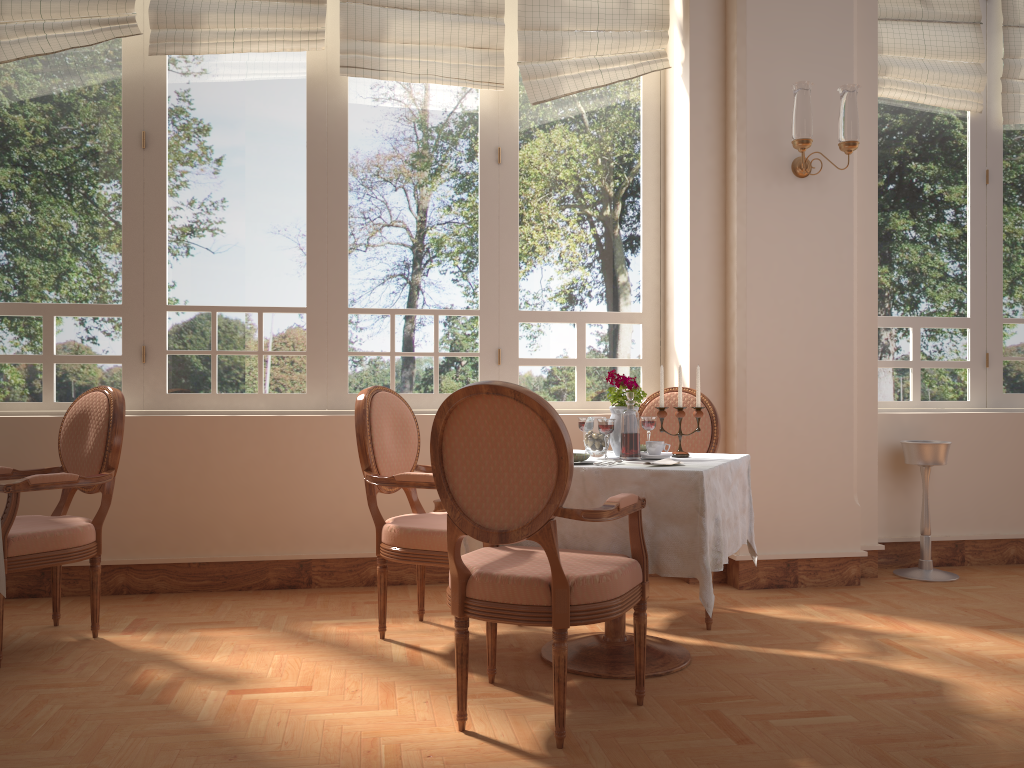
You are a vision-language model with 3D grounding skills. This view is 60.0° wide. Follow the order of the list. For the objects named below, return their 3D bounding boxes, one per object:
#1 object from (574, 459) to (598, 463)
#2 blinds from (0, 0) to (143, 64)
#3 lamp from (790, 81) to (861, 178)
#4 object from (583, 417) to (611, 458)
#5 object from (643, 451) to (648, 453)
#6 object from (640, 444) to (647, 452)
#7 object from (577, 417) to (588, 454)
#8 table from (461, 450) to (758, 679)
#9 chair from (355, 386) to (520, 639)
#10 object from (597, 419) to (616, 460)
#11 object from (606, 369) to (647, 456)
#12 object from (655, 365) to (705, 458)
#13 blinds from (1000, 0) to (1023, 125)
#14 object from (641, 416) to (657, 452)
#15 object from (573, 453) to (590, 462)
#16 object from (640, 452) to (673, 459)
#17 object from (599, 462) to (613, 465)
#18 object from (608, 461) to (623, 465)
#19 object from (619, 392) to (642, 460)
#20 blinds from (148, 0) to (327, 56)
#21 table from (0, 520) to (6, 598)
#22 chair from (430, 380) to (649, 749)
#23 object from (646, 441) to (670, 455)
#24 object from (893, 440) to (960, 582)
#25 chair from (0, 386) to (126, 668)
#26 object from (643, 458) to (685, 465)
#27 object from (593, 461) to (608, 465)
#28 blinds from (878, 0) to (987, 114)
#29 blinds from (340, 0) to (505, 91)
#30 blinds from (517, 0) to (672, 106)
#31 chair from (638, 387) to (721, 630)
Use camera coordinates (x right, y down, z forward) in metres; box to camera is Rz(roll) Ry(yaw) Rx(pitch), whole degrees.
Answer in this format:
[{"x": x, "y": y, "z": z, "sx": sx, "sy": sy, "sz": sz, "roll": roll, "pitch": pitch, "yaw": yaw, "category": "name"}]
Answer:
[{"x": 0.189, "y": 0.245, "z": 2.810, "sx": 0.171, "sy": 0.005, "sz": 0.171, "roll": 0, "pitch": -1, "yaw": 28, "category": "object"}, {"x": -2.053, "y": -2.015, "z": 3.869, "sx": 0.843, "sy": 1.376, "sz": 0.072, "roll": 0, "pitch": 0, "yaw": -9, "category": "blinds"}, {"x": 1.364, "y": -1.130, "z": 3.979, "sx": 0.320, "sy": 0.362, "sz": 0.274, "roll": 0, "pitch": 0, "yaw": -9, "category": "lamp"}, {"x": 0.289, "y": 0.182, "z": 3.022, "sx": 0.093, "sy": 0.138, "sz": 0.093, "roll": 0, "pitch": 0, "yaw": 19, "category": "object"}, {"x": 0.465, "y": 0.251, "z": 3.318, "sx": 0.171, "sy": 0.005, "sz": 0.171, "roll": -1, "pitch": -1, "yaw": 41, "category": "object"}, {"x": 0.465, "y": 0.241, "z": 3.317, "sx": 0.117, "sy": 0.024, "sz": 0.117, "roll": 0, "pitch": -1, "yaw": 32, "category": "object"}, {"x": 0.260, "y": 0.185, "z": 3.114, "sx": 0.062, "sy": 0.135, "sz": 0.062, "roll": 0, "pitch": 0, "yaw": 22, "category": "object"}, {"x": 0.355, "y": 0.591, "z": 3.038, "sx": 0.836, "sy": 0.680, "sz": 0.829, "roll": 0, "pitch": 0, "yaw": 24, "category": "table"}, {"x": -0.285, "y": 0.470, "z": 3.322, "sx": 0.593, "sy": 0.931, "sz": 0.521, "roll": 0, "pitch": 0, "yaw": 24, "category": "chair"}, {"x": 0.310, "y": 0.182, "z": 2.914, "sx": 0.062, "sy": 0.135, "sz": 0.062, "roll": 0, "pitch": 0, "yaw": 22, "category": "object"}, {"x": 0.398, "y": 0.100, "z": 3.085, "sx": 0.143, "sy": 0.302, "sz": 0.124, "roll": 0, "pitch": 0, "yaw": -11, "category": "object"}, {"x": 0.585, "y": 0.092, "z": 3.088, "sx": 0.177, "sy": 0.325, "sz": 0.059, "roll": 0, "pitch": 0, "yaw": -11, "category": "object"}, {"x": 3.005, "y": -2.045, "z": 4.846, "sx": 0.735, "sy": 1.292, "sz": 0.038, "roll": 0, "pitch": 0, "yaw": -9, "category": "blinds"}, {"x": 0.497, "y": 0.186, "z": 3.224, "sx": 0.062, "sy": 0.135, "sz": 0.062, "roll": 0, "pitch": 0, "yaw": 22, "category": "object"}, {"x": 0.188, "y": 0.235, "z": 2.810, "sx": 0.117, "sy": 0.024, "sz": 0.117, "roll": 0, "pitch": -1, "yaw": 1, "category": "object"}, {"x": 0.482, "y": 0.243, "z": 2.993, "sx": 0.119, "sy": 0.016, "sz": 0.119, "roll": 0, "pitch": -1, "yaw": 10, "category": "object"}, {"x": 0.296, "y": 0.246, "z": 2.760, "sx": 0.016, "sy": 0.002, "sz": 0.125, "roll": 0, "pitch": -1, "yaw": 25, "category": "object"}, {"x": 0.320, "y": 0.245, "z": 2.752, "sx": 0.027, "sy": 0.006, "sz": 0.125, "roll": 0, "pitch": -1, "yaw": 24, "category": "object"}, {"x": 0.393, "y": 0.139, "z": 2.946, "sx": 0.074, "sy": 0.222, "sz": 0.074, "roll": 0, "pitch": 0, "yaw": -30, "category": "object"}, {"x": -1.237, "y": -2.084, "z": 4.004, "sx": 0.787, "sy": 1.235, "sz": 0.085, "roll": 0, "pitch": 0, "yaw": -9, "category": "blinds"}, {"x": -2.137, "y": 0.588, "z": 2.652, "sx": 0.831, "sy": 0.677, "sz": 0.829, "roll": 0, "pitch": -1, "yaw": 36, "category": "table"}, {"x": 0.056, "y": 0.459, "z": 2.440, "sx": 0.521, "sy": 0.931, "sz": 0.593, "roll": 0, "pitch": 0, "yaw": 24, "category": "chair"}, {"x": 0.487, "y": 0.219, "z": 2.987, "sx": 0.062, "sy": 0.049, "sz": 0.078, "roll": 0, "pitch": -1, "yaw": -37, "category": "object"}, {"x": 2.048, "y": 0.616, "z": 4.389, "sx": 0.299, "sy": 0.664, "sz": 0.299, "roll": 0, "pitch": 0, "yaw": -14, "category": "object"}, {"x": -1.738, "y": 0.469, "z": 3.236, "sx": 0.521, "sy": 0.931, "sz": 0.593, "roll": 0, "pitch": 0, "yaw": 35, "category": "chair"}, {"x": 0.485, "y": 0.241, "z": 2.741, "sx": 0.095, "sy": 0.012, "sz": 0.234, "roll": 0, "pitch": -1, "yaw": 29, "category": "object"}, {"x": 0.278, "y": 0.245, "z": 2.772, "sx": 0.013, "sy": 0.004, "sz": 0.127, "roll": 0, "pitch": -1, "yaw": 25, "category": "object"}, {"x": 2.172, "y": -2.075, "z": 4.696, "sx": 0.746, "sy": 1.235, "sz": 0.085, "roll": 0, "pitch": 0, "yaw": -9, "category": "blinds"}, {"x": -0.411, "y": -2.049, "z": 4.145, "sx": 0.774, "sy": 1.301, "sz": 0.054, "roll": 0, "pitch": 0, "yaw": -9, "category": "blinds"}, {"x": 0.403, "y": -2.010, "z": 4.278, "sx": 0.766, "sy": 1.376, "sz": 0.072, "roll": 0, "pitch": 0, "yaw": -9, "category": "blinds"}, {"x": 0.631, "y": 0.475, "z": 3.695, "sx": 0.521, "sy": 0.931, "sz": 0.593, "roll": 0, "pitch": 0, "yaw": 24, "category": "chair"}]
